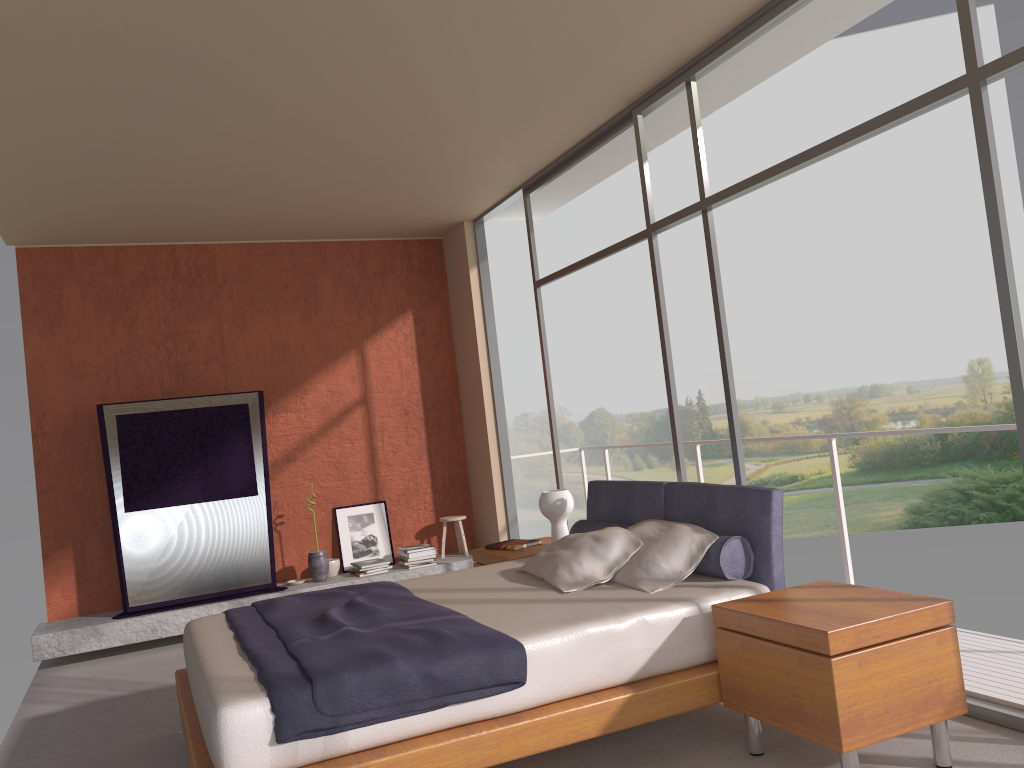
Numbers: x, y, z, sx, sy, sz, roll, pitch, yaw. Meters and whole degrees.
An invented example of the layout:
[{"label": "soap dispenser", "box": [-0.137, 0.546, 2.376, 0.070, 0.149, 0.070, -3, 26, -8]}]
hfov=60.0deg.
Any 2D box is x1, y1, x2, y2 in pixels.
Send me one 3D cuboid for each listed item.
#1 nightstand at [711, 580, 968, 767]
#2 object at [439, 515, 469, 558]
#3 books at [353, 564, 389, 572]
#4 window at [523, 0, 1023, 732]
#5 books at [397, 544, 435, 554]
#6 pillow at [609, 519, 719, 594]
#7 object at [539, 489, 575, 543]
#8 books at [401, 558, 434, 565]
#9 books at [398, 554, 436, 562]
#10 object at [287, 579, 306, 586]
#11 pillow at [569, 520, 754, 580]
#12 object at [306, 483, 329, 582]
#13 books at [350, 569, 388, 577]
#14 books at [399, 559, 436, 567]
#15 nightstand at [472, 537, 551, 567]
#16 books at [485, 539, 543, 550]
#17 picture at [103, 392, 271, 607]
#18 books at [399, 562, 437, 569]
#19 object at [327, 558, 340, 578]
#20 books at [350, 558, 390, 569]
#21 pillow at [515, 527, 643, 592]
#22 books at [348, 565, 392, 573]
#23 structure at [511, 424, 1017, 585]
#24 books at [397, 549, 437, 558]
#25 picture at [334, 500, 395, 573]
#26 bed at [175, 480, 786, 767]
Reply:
[{"label": "nightstand", "box": [1.175, 1.073, 3.223, 0.562, 0.556, 0.628, -5, -3, -23]}, {"label": "object", "box": [-0.489, 1.337, 7.771, 0.260, 0.349, 0.257, -9, -3, 36]}, {"label": "books", "box": [-1.169, 1.505, 7.336, 0.247, 0.025, 0.287, -5, -3, -21]}, {"label": "window", "box": [1.451, -0.208, 4.007, 0.075, 3.133, 6.106, -5, -3, -23]}, {"label": "books", "box": [-0.810, 1.389, 7.483, 0.247, 0.025, 0.287, -5, -3, -24]}, {"label": "pillow", "box": [0.619, 0.801, 4.160, 0.400, 0.265, 0.791, -5, -3, -21]}, {"label": "object", "box": [0.290, 0.837, 5.552, 0.224, 0.338, 0.224, -6, -3, -12]}, {"label": "books", "box": [-0.793, 1.478, 7.454, 0.247, 0.025, 0.287, -6, -3, -13]}, {"label": "books", "box": [-0.800, 1.452, 7.475, 0.247, 0.027, 0.328, -5, -3, -22]}, {"label": "object", "box": [-1.740, 1.608, 7.164, 0.152, 0.040, 0.152, -7, -3, 12]}, {"label": "pillow", "box": [0.698, 0.818, 4.490, 0.205, 0.201, 1.470, -5, -3, -23]}, {"label": "object", "box": [-1.599, 1.198, 7.204, 0.165, 0.810, 0.165, -7, -3, 0]}, {"label": "books", "box": [-1.181, 1.551, 7.333, 0.247, 0.025, 0.287, -5, -3, -27]}, {"label": "books", "box": [-0.797, 1.501, 7.478, 0.247, 0.018, 0.287, -5, -3, -24]}, {"label": "nightstand", "box": [0.144, 1.312, 5.642, 0.562, 0.556, 0.628, -5, -3, -23]}, {"label": "books", "box": [0.010, 1.038, 5.734, 0.247, 0.025, 0.287, -4, -4, -43]}, {"label": "picture", "box": [-2.442, 0.852, 6.780, 1.129, 1.496, 0.126, -5, -3, -23]}, {"label": "books", "box": [-0.793, 1.519, 7.471, 0.247, 0.018, 0.328, -5, -3, -22]}, {"label": "object", "box": [-1.521, 1.538, 7.390, 0.179, 0.137, 0.180, -6, -3, -11]}, {"label": "books", "box": [-1.174, 1.484, 7.341, 0.247, 0.018, 0.328, -5, -3, -26]}, {"label": "pillow", "box": [0.312, 0.858, 4.415, 0.431, 0.264, 0.869, -6, -3, -16]}, {"label": "books", "box": [-1.175, 1.528, 7.347, 0.247, 0.018, 0.328, -4, -4, -39]}, {"label": "structure", "box": [1.853, 0.752, 4.296, 0.728, 1.005, 7.689, -5, -3, -23]}, {"label": "books", "box": [-0.804, 1.420, 7.476, 0.247, 0.038, 0.319, -5, -3, -26]}, {"label": "picture", "box": [-1.269, 1.309, 7.631, 0.458, 0.550, 0.117, -5, -3, -23]}, {"label": "bed", "box": [-0.231, 1.083, 4.083, 2.462, 0.959, 2.017, -5, -3, -23]}]
